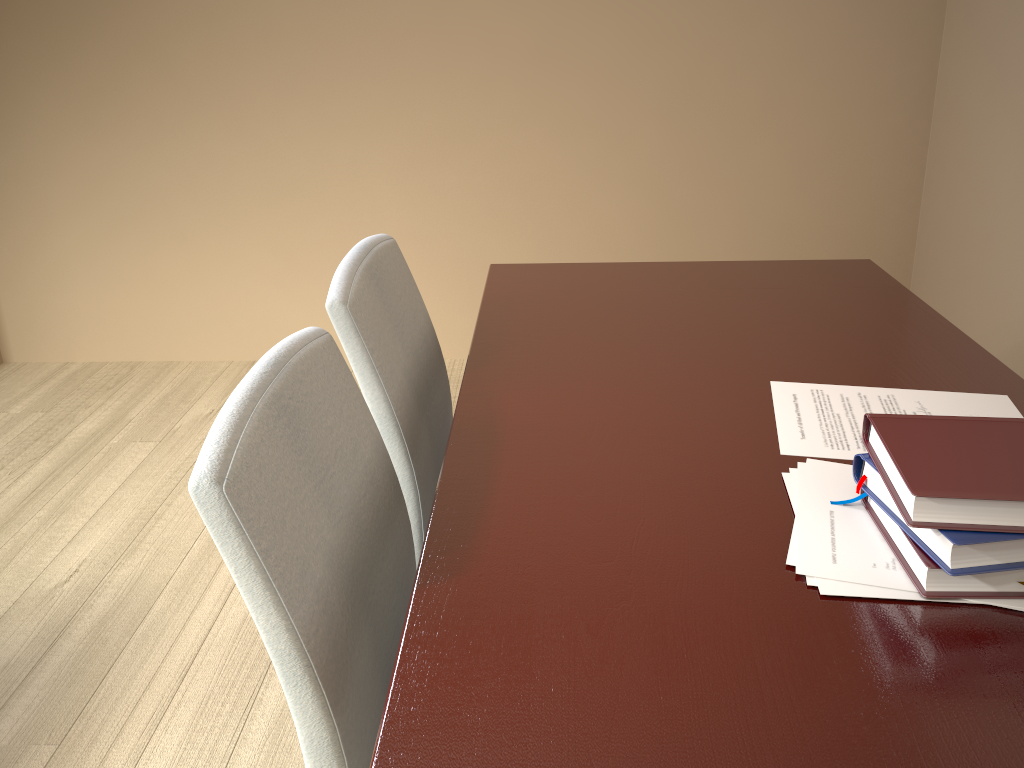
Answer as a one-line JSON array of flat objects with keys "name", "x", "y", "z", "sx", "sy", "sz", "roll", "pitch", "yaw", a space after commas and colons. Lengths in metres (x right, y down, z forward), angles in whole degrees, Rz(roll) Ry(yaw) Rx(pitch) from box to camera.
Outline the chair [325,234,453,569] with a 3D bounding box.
[{"name": "chair", "x": 0.019, "y": 0.185, "z": 1.420, "sx": 0.505, "sy": 0.808, "sz": 0.409, "roll": -1, "pitch": 20, "yaw": 3}]

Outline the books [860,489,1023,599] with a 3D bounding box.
[{"name": "books", "x": 0.437, "y": 0.132, "z": 0.808, "sx": 0.183, "sy": 0.032, "sz": 0.169, "roll": 0, "pitch": 23, "yaw": 3}]

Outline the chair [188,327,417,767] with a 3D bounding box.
[{"name": "chair", "x": 0.000, "y": 0.367, "z": 0.990, "sx": 0.505, "sy": 0.808, "sz": 0.409, "roll": -1, "pitch": 20, "yaw": 3}]

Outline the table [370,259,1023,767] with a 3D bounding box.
[{"name": "table", "x": 0.302, "y": 0.420, "z": 1.039, "sx": 0.751, "sy": 0.664, "sz": 1.803, "roll": 0, "pitch": 22, "yaw": 3}]

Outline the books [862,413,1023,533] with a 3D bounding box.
[{"name": "books", "x": 0.425, "y": 0.074, "z": 0.786, "sx": 0.183, "sy": 0.032, "sz": 0.168, "roll": 2, "pitch": 23, "yaw": 7}]

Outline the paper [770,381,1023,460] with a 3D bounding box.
[{"name": "paper", "x": 0.465, "y": 0.047, "z": 1.058, "sx": 0.290, "sy": 0.001, "sz": 0.215, "roll": 4, "pitch": 23, "yaw": 12}]

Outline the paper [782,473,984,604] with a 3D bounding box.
[{"name": "paper", "x": 0.419, "y": 0.141, "z": 0.831, "sx": 0.290, "sy": 0.001, "sz": 0.215, "roll": 2, "pitch": 23, "yaw": 7}]

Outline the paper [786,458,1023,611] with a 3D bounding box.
[{"name": "paper", "x": 0.419, "y": 0.141, "z": 0.830, "sx": 0.291, "sy": 0.001, "sz": 0.215, "roll": 8, "pitch": 25, "yaw": 21}]

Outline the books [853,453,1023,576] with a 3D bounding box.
[{"name": "books", "x": 0.432, "y": 0.103, "z": 0.796, "sx": 0.183, "sy": 0.032, "sz": 0.168, "roll": -4, "pitch": 23, "yaw": -7}]

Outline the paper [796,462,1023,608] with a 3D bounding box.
[{"name": "paper", "x": 0.419, "y": 0.140, "z": 0.830, "sx": 0.291, "sy": 0.001, "sz": 0.215, "roll": 6, "pitch": 24, "yaw": 17}]

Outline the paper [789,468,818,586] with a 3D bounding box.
[{"name": "paper", "x": 0.419, "y": 0.142, "z": 0.831, "sx": 0.290, "sy": 0.001, "sz": 0.215, "roll": 4, "pitch": 23, "yaw": 12}]
